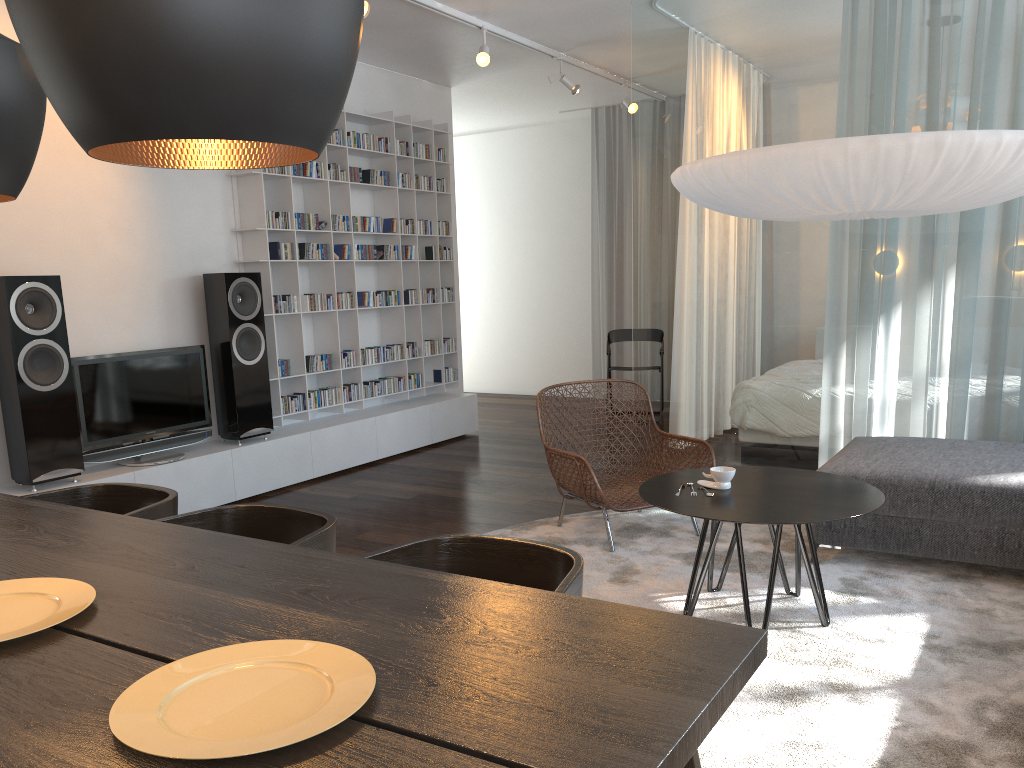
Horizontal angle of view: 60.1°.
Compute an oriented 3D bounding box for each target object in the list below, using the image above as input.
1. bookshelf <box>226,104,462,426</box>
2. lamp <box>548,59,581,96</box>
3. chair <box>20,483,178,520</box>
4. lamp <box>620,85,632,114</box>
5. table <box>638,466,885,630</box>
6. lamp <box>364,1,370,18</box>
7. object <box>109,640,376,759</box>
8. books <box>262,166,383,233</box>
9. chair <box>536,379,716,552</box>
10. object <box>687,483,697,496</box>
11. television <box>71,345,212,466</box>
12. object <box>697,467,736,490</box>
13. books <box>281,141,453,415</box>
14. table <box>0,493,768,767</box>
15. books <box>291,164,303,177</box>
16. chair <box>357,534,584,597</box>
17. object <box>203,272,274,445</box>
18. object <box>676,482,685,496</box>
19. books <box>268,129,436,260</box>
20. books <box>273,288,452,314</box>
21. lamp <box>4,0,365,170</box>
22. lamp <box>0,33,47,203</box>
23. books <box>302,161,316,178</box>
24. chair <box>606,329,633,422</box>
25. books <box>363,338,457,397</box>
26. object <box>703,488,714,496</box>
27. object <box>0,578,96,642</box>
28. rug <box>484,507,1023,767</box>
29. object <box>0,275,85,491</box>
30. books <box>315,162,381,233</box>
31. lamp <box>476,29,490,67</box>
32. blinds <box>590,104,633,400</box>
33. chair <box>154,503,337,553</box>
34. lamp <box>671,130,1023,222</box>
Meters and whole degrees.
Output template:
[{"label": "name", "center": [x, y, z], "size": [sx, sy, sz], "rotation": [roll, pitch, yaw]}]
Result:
[{"label": "bookshelf", "center": [-1.082, -0.879, 6.273], "size": [0.226, 2.101, 2.064], "rotation": [5, 11, 31]}, {"label": "lamp", "center": [0.375, -2.163, 6.237], "size": [0.250, 0.243, 0.084], "rotation": [-6, 11, -28]}, {"label": "chair", "center": [-1.214, 0.669, 2.525], "size": [0.592, 0.680, 0.514], "rotation": [3, 11, 29]}, {"label": "lamp", "center": [0.924, -2.286, 7.115], "size": [0.085, 0.243, 0.248], "rotation": [-7, 10, -26]}, {"label": "table", "center": [0.889, 0.619, 3.223], "size": [0.845, 0.479, 0.839], "rotation": [3, 9, 34]}, {"label": "lamp", "center": [-0.814, -1.892, 4.287], "size": [0.250, 0.243, 0.084], "rotation": [1, 11, 16]}, {"label": "object", "center": [-0.370, 0.437, 1.239], "size": [0.355, 0.017, 0.352], "rotation": [3, 8, 35]}, {"label": "books", "center": [-1.255, -1.232, 5.843], "size": [0.101, 0.436, 1.113], "rotation": [5, 10, 31]}, {"label": "chair", "center": [0.529, 0.364, 4.349], "size": [0.716, 0.719, 0.679], "rotation": [-6, 10, -25]}, {"label": "object", "center": [0.655, 0.379, 3.216], "size": [0.025, 0.016, 0.162], "rotation": [-1, 7, 7]}, {"label": "television", "center": [-1.987, 0.119, 4.813], "size": [0.784, 0.608, 0.343], "rotation": [-9, 12, -39]}, {"label": "object", "center": [0.754, 0.344, 3.253], "size": [0.138, 0.070, 0.091], "rotation": [5, 11, 43]}, {"label": "books", "center": [-1.028, -0.824, 6.274], "size": [0.114, 1.844, 1.933], "rotation": [5, 11, 31]}, {"label": "table", "center": [-0.923, 0.756, 1.691], "size": [2.495, 0.688, 1.096], "rotation": [3, 9, 31]}, {"label": "books", "center": [-1.396, -1.364, 5.592], "size": [0.099, 0.106, 0.130], "rotation": [3, 10, 30]}, {"label": "chair", "center": [-0.106, 0.714, 1.861], "size": [0.592, 0.680, 0.514], "rotation": [4, 11, 30]}, {"label": "object", "center": [-1.659, -0.152, 5.288], "size": [0.280, 1.016, 0.292], "rotation": [5, 12, 31]}, {"label": "object", "center": [0.612, 0.380, 3.220], "size": [0.015, 0.015, 0.166], "rotation": [1, 7, 19]}, {"label": "books", "center": [-1.095, -1.291, 6.099], "size": [0.114, 0.869, 1.736], "rotation": [5, 10, 31]}, {"label": "books", "center": [-1.027, -0.606, 6.307], "size": [0.114, 0.115, 1.906], "rotation": [4, 9, 32]}, {"label": "lamp", "center": [-0.387, -0.552, 1.049], "size": [0.409, 0.548, 0.407], "rotation": [-6, 10, -25]}, {"label": "lamp", "center": [-0.983, -0.577, 1.410], "size": [0.411, 0.548, 0.405], "rotation": [0, 10, 8]}, {"label": "books", "center": [-1.329, -1.380, 5.698], "size": [0.089, 0.109, 0.117], "rotation": [4, 10, 31]}, {"label": "chair", "center": [1.081, -0.084, 7.763], "size": [0.501, 0.785, 0.554], "rotation": [0, 10, 12]}, {"label": "books", "center": [-0.772, -0.144, 6.790], "size": [0.114, 0.353, 1.122], "rotation": [5, 10, 31]}, {"label": "object", "center": [0.699, 0.385, 3.180], "size": [0.026, 0.010, 0.123], "rotation": [-2, 7, -2]}, {"label": "object", "center": [-0.940, 0.414, 1.584], "size": [0.356, 0.017, 0.351], "rotation": [0, 7, 12]}, {"label": "rug", "center": [0.882, 0.831, 3.425], "size": [2.837, 0.012, 2.804], "rotation": [0, 7, 11]}, {"label": "object", "center": [-2.312, -0.006, 4.242], "size": [0.280, 1.016, 0.292], "rotation": [5, 12, 31]}, {"label": "books", "center": [-1.132, -1.263, 6.041], "size": [0.101, 0.444, 0.615], "rotation": [5, 10, 31]}, {"label": "lamp", "center": [-0.180, -2.045, 5.397], "size": [0.085, 0.243, 0.247], "rotation": [-2, 9, -2]}, {"label": "blinds", "center": [1.513, -1.193, 8.098], "size": [1.802, 2.771, 0.151], "rotation": [5, 13, 33]}, {"label": "chair", "center": [-0.691, 0.691, 2.209], "size": [0.591, 0.680, 0.514], "rotation": [4, 11, 32]}, {"label": "lamp", "center": [1.359, -0.755, 3.417], "size": [1.467, 0.212, 1.456], "rotation": [-5, 7, -22]}]
